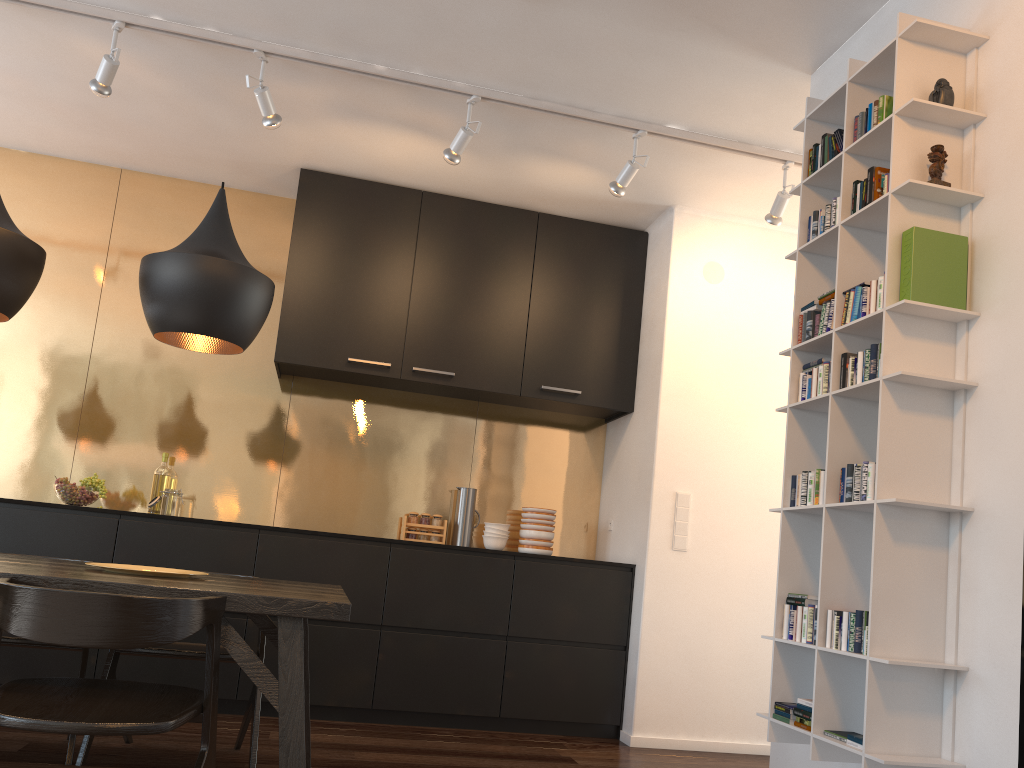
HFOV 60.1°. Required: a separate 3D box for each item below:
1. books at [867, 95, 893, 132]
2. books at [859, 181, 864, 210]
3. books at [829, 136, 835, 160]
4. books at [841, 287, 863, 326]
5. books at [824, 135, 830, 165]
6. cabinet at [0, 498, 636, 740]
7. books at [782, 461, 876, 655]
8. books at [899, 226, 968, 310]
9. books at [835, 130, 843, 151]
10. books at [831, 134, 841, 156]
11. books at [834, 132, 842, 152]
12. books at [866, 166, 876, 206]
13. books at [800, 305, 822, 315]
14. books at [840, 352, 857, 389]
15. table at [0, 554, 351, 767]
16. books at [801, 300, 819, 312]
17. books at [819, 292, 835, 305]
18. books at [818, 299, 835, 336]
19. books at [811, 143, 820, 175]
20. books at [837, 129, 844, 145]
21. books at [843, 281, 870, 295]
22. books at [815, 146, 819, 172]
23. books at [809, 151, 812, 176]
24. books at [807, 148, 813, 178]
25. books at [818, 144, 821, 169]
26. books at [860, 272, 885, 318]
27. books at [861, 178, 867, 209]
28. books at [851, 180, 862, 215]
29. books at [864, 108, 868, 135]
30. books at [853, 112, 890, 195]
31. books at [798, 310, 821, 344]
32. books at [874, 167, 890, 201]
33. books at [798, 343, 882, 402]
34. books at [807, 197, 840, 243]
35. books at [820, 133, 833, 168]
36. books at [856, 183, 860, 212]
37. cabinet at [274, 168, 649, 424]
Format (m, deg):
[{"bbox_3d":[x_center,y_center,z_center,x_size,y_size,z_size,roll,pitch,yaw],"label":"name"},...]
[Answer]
[{"bbox_3d":[1.105,-0.772,2.528,0.101,0.109,0.162,8,-11,-11],"label":"books"},{"bbox_3d":[1.040,-0.535,2.559,0.070,0.091,0.014,8,-8,-11],"label":"books"},{"bbox_3d":[1.025,-0.726,2.761,0.070,0.092,0.028,8,-8,-11],"label":"books"},{"bbox_3d":[1.014,-0.214,2.551,0.096,0.106,0.088,8,-9,-11],"label":"books"},{"bbox_3d":[1.020,-0.726,2.780,0.074,0.098,0.019,8,-8,-11],"label":"books"},{"bbox_3d":[-1.934,1.089,4.385,5.073,0.891,0.739,8,-9,-11],"label":"cabinet"},{"bbox_3d":[0.945,0.493,2.516,0.122,0.505,0.474,7,-10,-11],"label":"books"},{"bbox_3d":[1.125,-0.297,2.360,0.166,0.212,0.049,8,-8,-11],"label":"books"},{"bbox_3d":[1.036,-0.737,2.713,0.069,0.097,0.058,8,-9,-11],"label":"books"},{"bbox_3d":[1.028,-0.730,2.738,0.070,0.090,0.046,8,-9,-11],"label":"books"},{"bbox_3d":[1.034,-0.736,2.722,0.069,0.097,0.058,8,-9,-11],"label":"books"},{"bbox_3d":[1.050,-0.554,2.521,0.074,0.114,0.029,8,-8,-11],"label":"books"},{"bbox_3d":[0.967,-0.227,2.793,0.070,0.013,0.093,8,-12,-11],"label":"books"},{"bbox_3d":[0.990,-0.028,2.561,0.074,0.114,0.029,8,-8,-11],"label":"books"},{"bbox_3d":[-1.775,0.816,2.499,2.505,0.672,1.118,8,-11,-11],"label":"table"},{"bbox_3d":[0.966,-0.241,2.791,0.070,0.013,0.094,7,-12,-6],"label":"books"},{"bbox_3d":[0.985,-0.256,2.667,0.069,0.017,0.108,8,-12,-11],"label":"books"},{"bbox_3d":[0.993,-0.193,2.664,0.096,0.106,0.115,8,-10,-11],"label":"books"},{"bbox_3d":[1.003,-0.716,2.855,0.069,0.106,0.023,8,-8,-11],"label":"books"},{"bbox_3d":[1.038,-0.739,2.705,0.069,0.097,0.058,8,-9,-11],"label":"books"},{"bbox_3d":[1.015,-0.272,2.551,0.069,0.008,0.108,8,-12,-11],"label":"books"},{"bbox_3d":[1.009,-0.712,2.836,0.070,0.091,0.014,8,-8,-11],"label":"books"},{"bbox_3d":[1.000,-0.705,2.872,0.070,0.091,0.014,8,-8,-11],"label":"books"},{"bbox_3d":[1.000,-0.709,2.888,0.069,0.106,0.016,8,-8,-11],"label":"books"},{"bbox_3d":[1.012,-0.714,2.822,0.070,0.091,0.014,8,-8,-11],"label":"books"},{"bbox_3d":[1.048,-0.236,2.447,0.122,0.111,0.138,8,-10,-11],"label":"books"},{"bbox_3d":[1.042,-0.539,2.542,0.070,0.092,0.020,8,-8,-11],"label":"books"},{"bbox_3d":[1.031,-0.537,2.590,0.069,0.106,0.023,8,-8,-11],"label":"books"},{"bbox_3d":[1.072,-0.756,2.608,0.069,0.106,0.012,8,-8,-11],"label":"books"},{"bbox_3d":[1.086,-0.654,2.549,0.107,0.329,0.231,7,-9,-10],"label":"books"},{"bbox_3d":[0.967,-0.169,2.783,0.096,0.103,0.102,8,-10,-11],"label":"books"},{"bbox_3d":[1.056,-0.554,2.498,0.069,0.106,0.016,8,-8,-11],"label":"books"},{"bbox_3d":[1.003,-0.020,2.583,0.122,0.111,0.472,8,-12,-11],"label":"books"},{"bbox_3d":[1.024,-0.505,2.762,0.109,0.111,0.224,8,-11,-11],"label":"books"},{"bbox_3d":[1.017,-0.729,2.804,0.074,0.114,0.029,8,-8,-11],"label":"books"},{"bbox_3d":[1.037,-0.532,2.572,0.070,0.091,0.014,8,-8,-11],"label":"books"},{"bbox_3d":[-0.267,-0.452,5.020,1.959,1.039,0.536,8,-9,-11],"label":"cabinet"}]
